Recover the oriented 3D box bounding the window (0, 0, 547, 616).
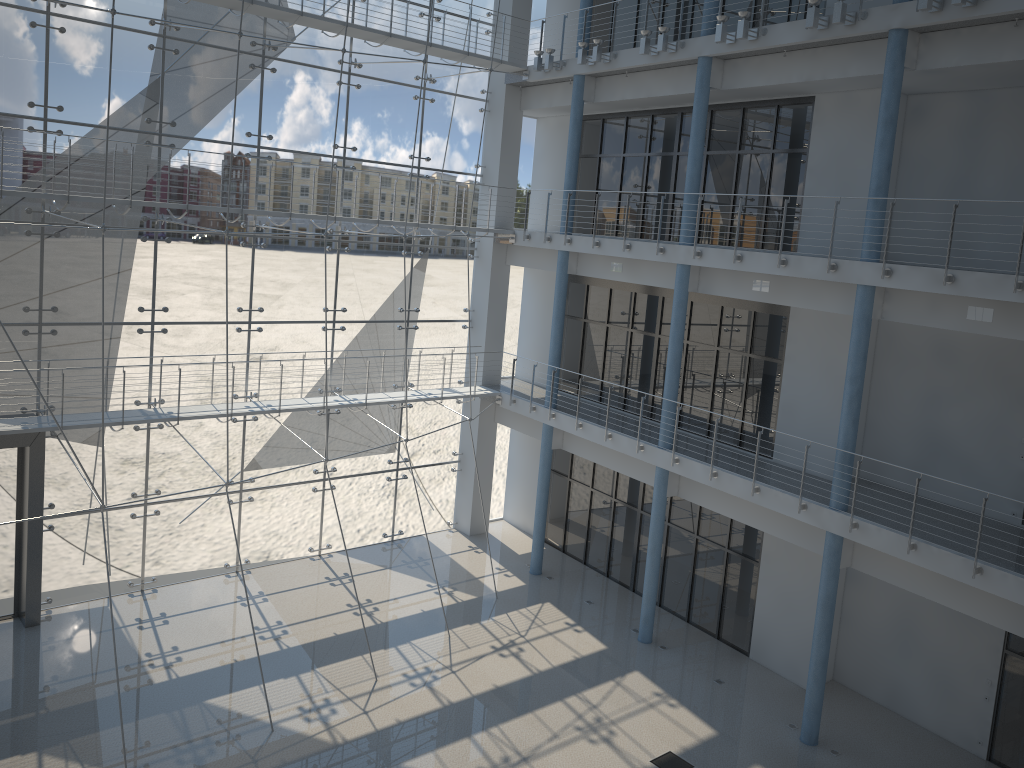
[{"bbox_3d":[-1.328,-0.772,1.858,3.853,2.751,0.010,-3,10,-41],"label":"window"}]
